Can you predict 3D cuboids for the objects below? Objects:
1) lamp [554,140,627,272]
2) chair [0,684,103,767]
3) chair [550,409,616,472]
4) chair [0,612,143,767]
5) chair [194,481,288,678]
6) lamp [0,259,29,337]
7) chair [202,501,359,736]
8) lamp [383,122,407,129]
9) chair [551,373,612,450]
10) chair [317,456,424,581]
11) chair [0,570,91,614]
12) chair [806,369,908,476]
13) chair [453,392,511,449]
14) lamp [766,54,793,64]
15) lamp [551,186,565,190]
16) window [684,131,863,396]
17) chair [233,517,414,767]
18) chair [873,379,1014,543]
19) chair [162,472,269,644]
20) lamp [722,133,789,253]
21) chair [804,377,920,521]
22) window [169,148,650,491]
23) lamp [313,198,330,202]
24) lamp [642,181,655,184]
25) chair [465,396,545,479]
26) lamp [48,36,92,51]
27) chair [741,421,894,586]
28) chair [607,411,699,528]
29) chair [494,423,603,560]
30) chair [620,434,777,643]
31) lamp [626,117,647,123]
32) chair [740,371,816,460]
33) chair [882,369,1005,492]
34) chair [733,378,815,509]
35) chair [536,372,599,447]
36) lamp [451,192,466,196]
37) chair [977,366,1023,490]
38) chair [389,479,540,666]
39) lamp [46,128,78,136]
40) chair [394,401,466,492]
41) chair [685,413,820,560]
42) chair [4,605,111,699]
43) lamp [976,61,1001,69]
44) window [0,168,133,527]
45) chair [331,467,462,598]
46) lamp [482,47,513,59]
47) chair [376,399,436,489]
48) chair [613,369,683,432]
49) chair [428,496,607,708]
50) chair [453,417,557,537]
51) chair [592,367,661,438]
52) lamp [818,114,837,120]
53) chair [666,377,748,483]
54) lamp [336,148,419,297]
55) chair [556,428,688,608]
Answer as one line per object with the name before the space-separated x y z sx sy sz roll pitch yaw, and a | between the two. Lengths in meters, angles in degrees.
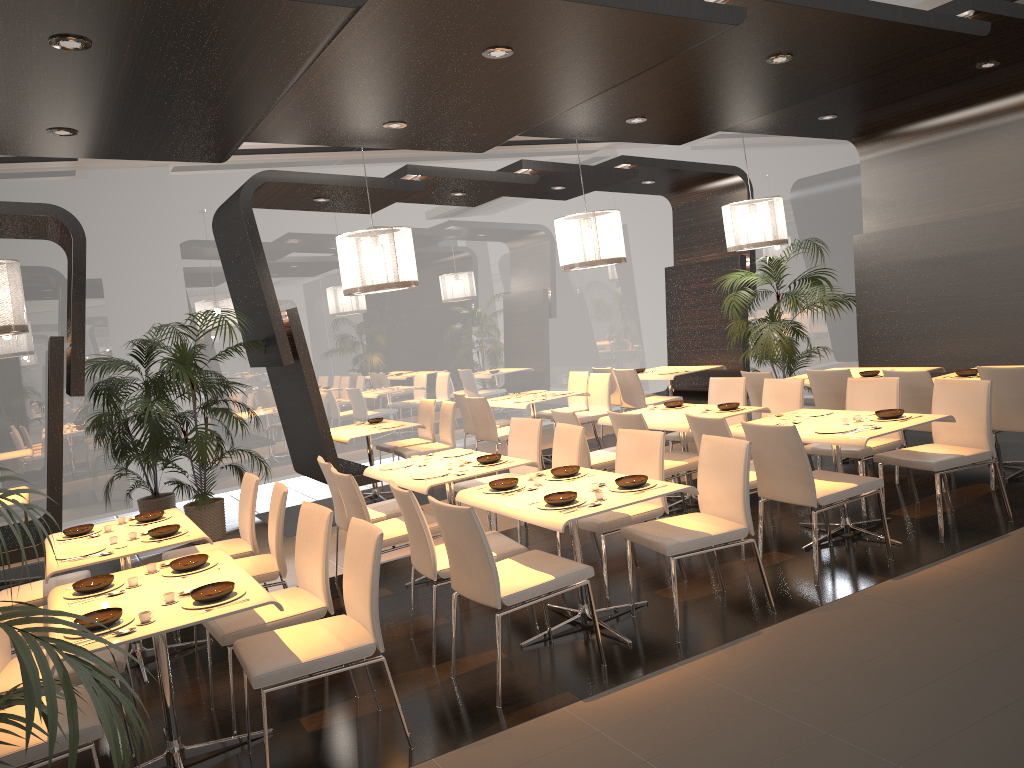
lamp | 0.643 -2.062 8.363 0.627 1.929 0.627 -8 1 0
chair | -1.788 1.246 3.098 0.608 0.869 0.482 -9 2 -30
chair | 0.693 0.591 6.921 0.607 0.869 0.483 -8 1 -21
chair | -1.968 1.214 3.776 0.607 0.869 0.483 -8 1 -21
chair | -1.511 1.055 4.951 0.607 0.869 0.483 -8 1 -21
lamp | -3.752 -1.266 5.977 0.624 1.929 0.630 -7 1 34
chair | -1.118 1.069 4.165 0.608 0.873 0.482 -9 2 -30
lamp | -0.785 -1.745 5.914 0.161 0.050 0.160 -11 5 -33
chair | 0.797 0.354 9.616 0.608 0.869 0.482 -9 2 -26
chair | -0.951 0.891 6.007 0.607 0.869 0.483 -8 1 -21
chair | -2.766 1.216 5.064 0.607 0.869 0.483 -8 1 -21
chair | 2.846 0.268 7.322 0.608 0.873 0.482 -9 2 -30
chair | -0.270 0.484 9.795 0.607 0.869 0.483 -8 1 -21
lamp | 1.673 -2.048 5.533 0.162 0.050 0.161 -10 5 -22
lamp | 0.522 -2.234 10.004 0.162 0.056 0.161 -11 5 -33
window | 4.247 -1.744 10.126 0.070 3.974 6.565 -8 3 -28
chair | -0.796 1.070 3.627 0.608 0.873 0.482 -9 2 -26
chair | 2.658 0.445 5.495 0.607 0.873 0.483 -8 1 -21
chair | -1.833 1.054 5.489 0.608 0.869 0.482 -9 2 -26
lamp | 2.473 -2.393 9.356 0.626 1.929 0.628 -8 1 4
chair | 2.395 0.427 6.138 0.608 0.873 0.482 -9 2 -30
window | -0.930 -1.172 11.712 6.612 3.977 0.070 -10 1 -28
lamp | -1.876 -1.827 8.703 0.160 0.054 0.160 -9 5 -22
lamp | 1.635 -2.435 10.608 0.162 0.056 0.161 -11 5 -33
chair | -0.089 0.518 9.117 0.608 0.873 0.482 -9 2 -30
lamp | -1.819 -1.416 3.637 0.161 0.050 0.160 -10 5 -22
chair | 1.725 0.607 5.069 0.608 0.873 0.482 -9 2 -26
chair | 1.088 0.587 6.358 0.608 0.873 0.482 -9 2 -26
chair | 0.202 0.749 5.856 0.607 0.873 0.483 -8 1 -21
chair | 0.935 0.754 4.559 0.607 0.869 0.483 -8 1 -21
lamp | 0.964 -2.062 6.863 0.162 0.050 0.161 -10 5 -22
chair | 2.444 0.278 7.855 0.607 0.873 0.483 -8 1 -21
chair | 3.175 0.284 6.558 0.607 0.869 0.483 -8 1 -21
chair | 1.948 0.430 6.808 0.608 0.869 0.482 -9 2 -26
chair | 0.608 0.330 10.234 0.608 0.873 0.482 -9 2 -26
lamp | -0.573 -2.036 9.409 0.162 0.056 0.161 -11 5 -33
chair | 3.615 0.266 6.055 0.608 0.869 0.482 -9 2 -26
chair | -0.275 0.910 4.667 0.607 0.869 0.483 -8 1 -21
lamp | -2.529 -1.430 4.967 0.161 0.050 0.160 -11 5 -33
chair | -0.814 0.647 8.720 0.607 0.869 0.483 -8 1 -21
chair | 1.515 0.587 5.658 0.607 0.873 0.483 -8 1 -21
chair | -2.430 1.221 4.459 0.608 0.869 0.482 -9 2 -30
lamp | 3.516 -2.373 6.533 0.162 0.050 0.161 -10 5 -22
window | -7.211 -0.034 8.301 6.612 3.977 0.070 -10 1 -28
chair | -0.731 0.909 5.431 0.608 0.869 0.482 -9 2 -26
lamp | -0.075 -1.732 4.584 0.162 0.050 0.161 -10 5 -22
chair | -1.074 0.636 9.300 0.608 0.873 0.482 -9 2 -26
chair | 1.554 0.218 10.037 0.608 0.873 0.482 -9 2 -26
chair | 0.002 0.917 4.135 0.608 0.869 0.482 -9 2 -30
chair | -0.061 0.729 6.499 0.608 0.869 0.482 -9 2 -30
chair | 1.365 0.190 10.656 0.608 0.869 0.482 -9 2 -26
lamp | 2.807 -2.387 7.863 0.162 0.050 0.161 -10 5 -22
chair | 1.684 0.413 7.451 0.608 0.869 0.482 -9 2 -30
lamp | -1.215 -1.725 7.354 0.627 1.929 0.627 -8 1 0
chair | 0.605 0.751 5.166 0.608 0.873 0.482 -9 2 -30
